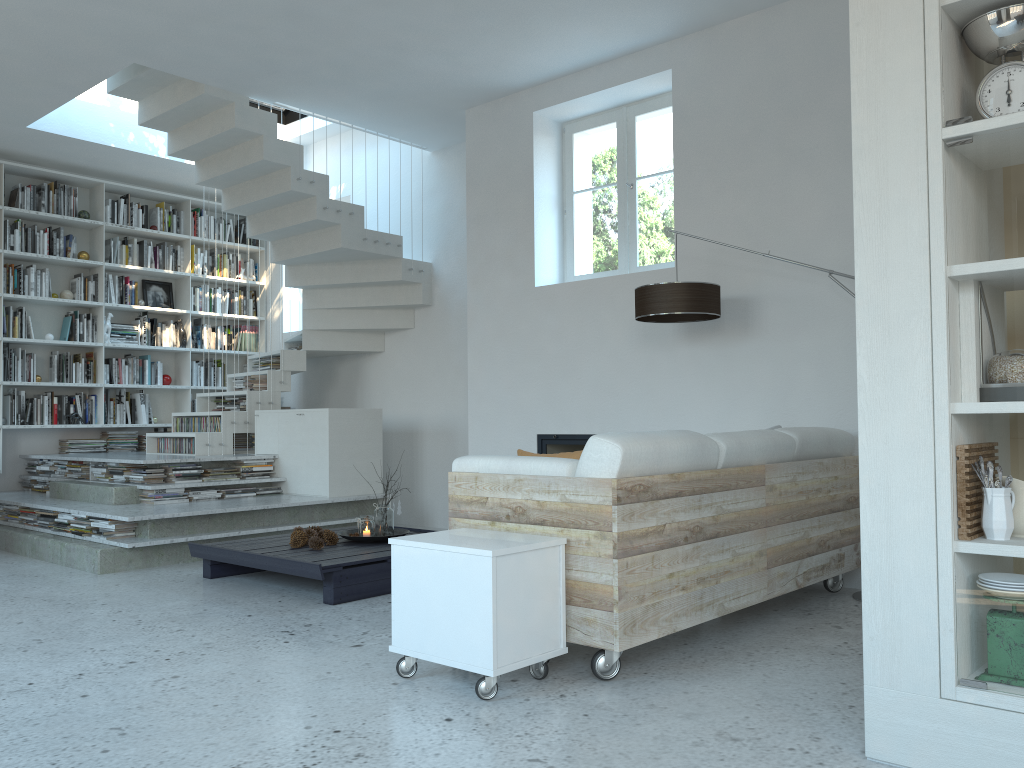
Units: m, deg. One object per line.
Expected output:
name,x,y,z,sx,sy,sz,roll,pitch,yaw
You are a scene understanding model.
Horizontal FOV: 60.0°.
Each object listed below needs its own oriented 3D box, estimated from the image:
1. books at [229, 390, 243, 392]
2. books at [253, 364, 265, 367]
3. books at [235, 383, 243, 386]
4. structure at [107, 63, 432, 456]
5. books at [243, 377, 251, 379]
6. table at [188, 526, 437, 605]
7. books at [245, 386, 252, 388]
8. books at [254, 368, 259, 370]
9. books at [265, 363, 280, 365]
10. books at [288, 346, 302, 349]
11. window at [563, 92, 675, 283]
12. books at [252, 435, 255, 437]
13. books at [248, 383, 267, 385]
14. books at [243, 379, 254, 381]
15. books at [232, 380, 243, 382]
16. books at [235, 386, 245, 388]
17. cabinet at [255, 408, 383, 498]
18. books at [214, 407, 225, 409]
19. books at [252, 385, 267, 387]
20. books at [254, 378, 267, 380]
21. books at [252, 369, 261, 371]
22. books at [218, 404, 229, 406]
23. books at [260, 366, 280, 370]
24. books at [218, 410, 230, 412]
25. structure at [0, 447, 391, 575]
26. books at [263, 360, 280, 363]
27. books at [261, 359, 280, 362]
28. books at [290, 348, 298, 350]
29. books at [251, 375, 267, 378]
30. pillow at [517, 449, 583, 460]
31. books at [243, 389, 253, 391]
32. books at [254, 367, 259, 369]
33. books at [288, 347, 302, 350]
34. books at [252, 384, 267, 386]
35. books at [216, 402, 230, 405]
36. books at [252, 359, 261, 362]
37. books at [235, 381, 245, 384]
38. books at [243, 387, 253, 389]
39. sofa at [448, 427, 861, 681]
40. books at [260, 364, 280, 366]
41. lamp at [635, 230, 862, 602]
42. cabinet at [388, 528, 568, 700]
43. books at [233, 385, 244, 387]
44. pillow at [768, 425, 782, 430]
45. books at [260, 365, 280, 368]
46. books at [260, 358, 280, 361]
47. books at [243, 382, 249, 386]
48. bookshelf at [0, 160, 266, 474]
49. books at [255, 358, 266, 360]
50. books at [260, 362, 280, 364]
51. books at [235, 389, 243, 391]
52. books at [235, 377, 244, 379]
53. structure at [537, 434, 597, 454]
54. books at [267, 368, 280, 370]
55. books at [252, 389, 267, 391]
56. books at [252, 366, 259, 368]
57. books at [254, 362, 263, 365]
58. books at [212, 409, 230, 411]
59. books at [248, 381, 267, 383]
books,-2.447,0.073,8.185,0.287,0.018,0.190,-3,-3,41
books,-2.304,-0.173,8.316,0.171,0.011,0.232,1,-3,-37
books,-2.432,0.005,8.205,0.230,0.019,0.143,-3,-3,41
structure,-2.239,-0.788,7.272,1.954,3.381,2.614,-2,-3,42
books,-2.289,-0.052,7.962,0.190,0.017,0.166,-3,-3,44
table,-0.984,1.019,5.186,1.258,0.218,1.270,-3,-3,42
books,-2.298,0.028,7.970,0.155,0.013,0.139,-3,-3,44
books,-2.302,-0.141,8.316,0.166,0.018,0.264,1,-3,-29
books,-2.146,-0.179,8.066,0.154,0.014,0.196,1,-3,-35
books,-2.048,-0.352,8.617,0.160,0.008,0.239,1,-3,-39
window,0.775,-1.300,6.035,1.117,1.226,0.072,-2,-2,42
books,-2.504,0.525,8.976,0.160,0.014,0.198,-3,-3,41
books,-2.150,-0.001,7.734,0.295,0.006,0.146,0,-2,-14
books,-2.287,-0.037,7.960,0.218,0.012,0.156,1,-3,-32
books,-2.446,-0.026,8.190,0.203,0.011,0.173,-2,-3,37
books,-2.439,0.032,8.196,0.179,0.010,0.160,-3,-3,45
cabinet,-1.577,0.539,7.135,0.993,0.667,0.551,-3,-3,42
books,-2.584,0.218,8.052,0.159,0.012,0.225,1,-3,-40
books,-2.154,0.023,7.747,0.222,0.011,0.180,0,-3,-17
books,-2.155,-0.037,7.752,0.184,0.016,0.179,0,-3,-20
books,-2.303,-0.128,8.315,0.176,0.009,0.275,1,-3,-35
books,-2.570,0.193,8.069,0.132,0.010,0.198,2,-3,-44
books,-2.160,-0.143,8.053,0.182,0.013,0.287,1,-3,-34
books,-2.564,0.247,8.073,0.188,0.014,0.130,-3,-3,42
structure,-2.598,0.915,7.373,3.113,0.659,2.900,-3,-3,42
books,-2.143,-0.199,8.069,0.144,0.011,0.257,2,-3,-41
books,-2.151,-0.209,8.063,0.174,0.009,0.240,1,-3,-39
books,-2.063,-0.328,8.604,0.184,0.006,0.262,2,-3,-42
books,-2.154,-0.063,7.746,0.234,0.025,0.157,0,-2,-11
pillow,0.195,0.413,3.443,0.463,0.339,0.200,-2,-2,36
books,-2.307,0.056,7.979,0.184,0.016,0.128,1,-3,-41
books,-2.296,-0.152,8.321,0.152,0.005,0.293,1,-3,-36
books,-2.052,-0.340,8.613,0.150,0.017,0.288,1,-3,-33
books,-2.150,0.009,7.734,0.214,0.014,0.138,0,-3,-21
books,-2.575,0.176,8.064,0.181,0.022,0.140,-2,-3,35
books,-2.307,-0.216,8.316,0.190,0.015,0.230,1,-3,-34
books,-2.435,-0.012,8.202,0.239,0.017,0.149,-3,-3,40
books,-2.287,0.040,7.958,0.200,0.014,0.177,2,-3,-44
sofa,0.753,0.629,4.049,0.871,0.854,2.195,-2,-3,42
books,-2.154,-0.168,8.059,0.187,0.009,0.261,1,-3,-38
lamp,1.411,0.099,4.673,1.559,1.965,0.470,-2,-2,27
cabinet,-0.122,0.781,3.087,0.502,0.487,0.380,-2,-3,42
books,-2.432,0.021,8.203,0.297,0.012,0.145,-3,-3,41
pillow,1.152,0.408,4.344,0.239,0.407,0.595,-2,-3,37
books,-2.161,-0.157,8.053,0.191,0.014,0.244,1,-3,-35
books,-2.158,-0.220,8.057,0.191,0.013,0.243,1,-3,-37
books,-2.278,-0.002,7.950,0.178,0.035,0.222,2,-3,-44
bookshelf,-4.776,-0.309,7.019,0.330,3.141,6.298,-2,-3,42
books,-2.299,-0.231,8.322,0.165,0.014,0.236,1,-3,-31
books,-2.154,-0.190,8.060,0.176,0.007,0.254,1,-3,-40
books,-2.431,0.056,8.204,0.288,0.017,0.136,-3,-3,40
books,-2.437,-0.053,8.201,0.180,0.014,0.157,-3,-3,40
structure,0.836,0.624,5.985,1.211,0.584,0.735,-2,-3,38
books,-2.137,-0.129,8.071,0.130,0.014,0.249,1,-3,-35
books,-2.156,0.054,7.754,0.206,0.012,0.183,0,-3,-21
books,-2.303,-0.158,8.317,0.184,0.006,0.262,1,-3,-33
books,-2.302,-0.189,8.318,0.168,0.005,0.292,1,-3,-30
books,-2.587,0.236,8.048,0.195,0.007,0.189,-3,-3,39
books,-2.150,-0.019,7.735,0.295,0.007,0.146,0,-3,-18
